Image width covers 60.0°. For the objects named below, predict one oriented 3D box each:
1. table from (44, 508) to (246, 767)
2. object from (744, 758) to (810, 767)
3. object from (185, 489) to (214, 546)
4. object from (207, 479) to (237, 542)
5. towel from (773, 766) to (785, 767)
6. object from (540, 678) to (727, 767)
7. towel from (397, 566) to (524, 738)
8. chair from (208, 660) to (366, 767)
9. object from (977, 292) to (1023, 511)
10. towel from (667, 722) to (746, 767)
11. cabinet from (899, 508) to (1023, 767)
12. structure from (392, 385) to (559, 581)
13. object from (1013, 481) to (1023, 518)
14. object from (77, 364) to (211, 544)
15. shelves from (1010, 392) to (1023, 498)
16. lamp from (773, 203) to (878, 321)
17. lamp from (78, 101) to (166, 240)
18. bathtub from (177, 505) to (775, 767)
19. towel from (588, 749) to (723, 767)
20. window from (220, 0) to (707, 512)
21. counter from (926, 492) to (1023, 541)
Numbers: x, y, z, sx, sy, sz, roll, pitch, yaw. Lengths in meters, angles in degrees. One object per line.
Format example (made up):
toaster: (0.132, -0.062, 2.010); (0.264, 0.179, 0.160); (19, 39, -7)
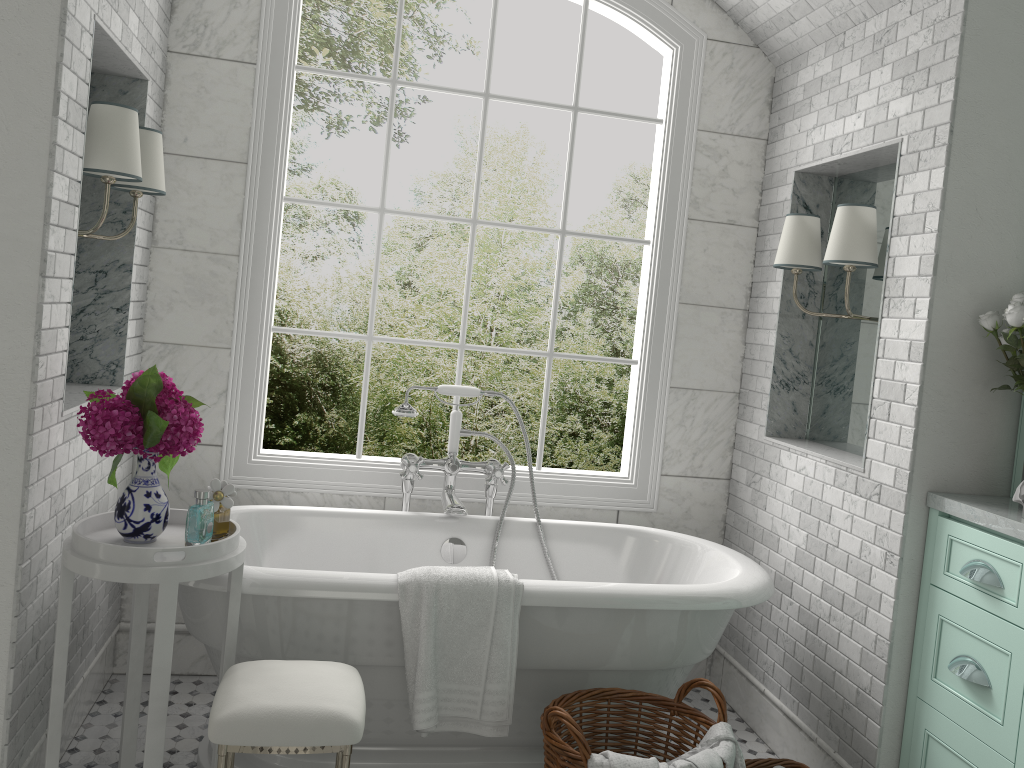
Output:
table: (-0.976, 0.827, 2.355); (0.451, 0.905, 0.449); (8, 3, 41)
object: (0.835, 1.322, 2.519); (0.345, 0.260, 0.552); (4, 4, -21)
object: (-0.818, 0.355, 2.325); (0.059, 0.154, 0.086); (6, 3, 9)
object: (-0.797, 0.342, 2.425); (0.085, 0.167, 0.097); (6, 3, 10)
towel: (0.869, 1.250, 2.564); (0.164, 0.185, 0.314); (3, 5, -41)
object: (0.317, 1.124, 2.407); (0.519, 0.569, 0.519); (7, 3, 20)
towel: (-0.177, 0.774, 2.658); (0.374, 0.462, 0.454); (5, 3, -9)
chair: (-0.575, 1.033, 2.215); (0.371, 0.601, 0.367); (5, 3, -11)
object: (1.575, 0.057, 2.560); (0.391, 0.652, 0.357); (6, 3, 0)
towel: (0.368, 1.147, 2.382); (0.461, 0.468, 0.382); (7, 4, 28)
cabinet: (1.876, 1.086, 1.463); (0.862, 1.096, 2.806); (5, 4, -11)
structure: (-0.135, 0.666, 3.432); (0.779, 1.283, 0.341); (6, 2, -1)
object: (1.468, 0.321, 2.412); (0.146, 0.112, 0.136); (5, 4, -16)
object: (-0.979, 0.178, 2.340); (0.332, 0.471, 0.296); (5, 3, -9)
shelves: (2.169, -0.541, 1.423); (0.464, 2.120, 2.817); (5, 4, -11)
lamp: (1.207, -0.440, 3.278); (0.308, 0.383, 0.549); (5, 4, -11)
lamp: (-1.285, -0.650, 2.785); (0.308, 0.383, 0.549); (5, 4, -11)
bathtub: (-0.184, 0.925, 3.068); (2.163, 0.757, 0.944); (5, 4, -11)
towel: (0.334, 1.126, 2.314); (0.399, 0.438, 0.485); (5, 3, -10)
window: (-0.160, -0.675, 3.695); (1.830, 2.320, 0.118); (5, 2, -11)
counter: (1.959, 0.457, 1.445); (0.823, 0.181, 2.815); (5, 5, -11)
